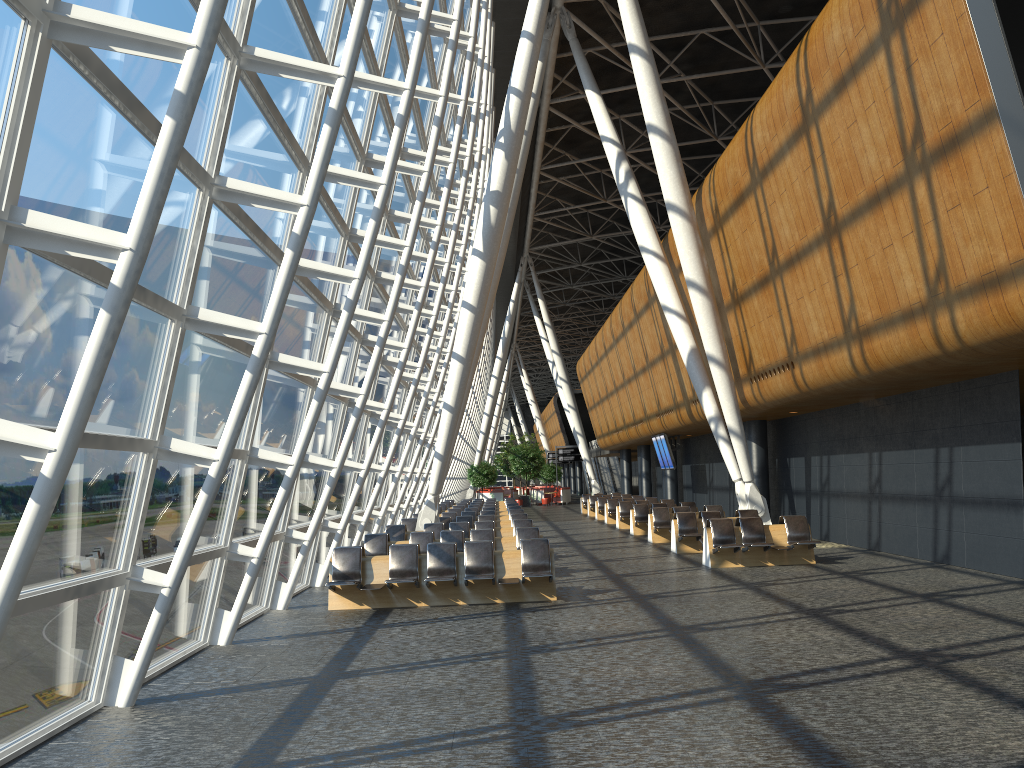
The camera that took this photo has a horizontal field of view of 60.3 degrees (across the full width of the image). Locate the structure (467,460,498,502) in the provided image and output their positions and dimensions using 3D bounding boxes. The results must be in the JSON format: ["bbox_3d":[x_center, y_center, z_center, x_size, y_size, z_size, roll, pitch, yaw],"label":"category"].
[{"bbox_3d":[-1.695,5.898,51.433,1.730,2.776,1.786,-1,-2,-43],"label":"structure"}]

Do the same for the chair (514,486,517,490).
[{"bbox_3d":[0.026,8.847,71.707,0.660,1.009,0.624,-2,-2,-16],"label":"chair"}]

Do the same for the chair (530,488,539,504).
[{"bbox_3d":[1.571,7.085,55.600,0.624,1.009,0.660,-3,-2,34],"label":"chair"}]

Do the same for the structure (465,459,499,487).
[{"bbox_3d":[-1.837,6.116,54.335,1.915,2.966,1.871,-1,-2,-27],"label":"structure"}]

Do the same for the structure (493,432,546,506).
[{"bbox_3d":[0.342,5.292,54.816,3.091,4.528,5.827,-2,-4,-9],"label":"structure"}]

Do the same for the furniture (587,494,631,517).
[{"bbox_3d":[4.151,5.113,37.206,1.896,0.868,1.667,-2,-5,-1],"label":"furniture"}]

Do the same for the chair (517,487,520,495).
[{"bbox_3d":[0.776,8.438,68.118,0.660,1.009,0.624,-2,-2,-16],"label":"chair"}]

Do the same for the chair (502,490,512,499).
[{"bbox_3d":[-0.414,7.013,54.156,0.624,1.009,0.661,-3,-2,24],"label":"chair"}]

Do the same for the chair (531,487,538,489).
[{"bbox_3d":[1.783,7.631,60.861,0.624,1.009,0.660,-4,-2,44],"label":"chair"}]

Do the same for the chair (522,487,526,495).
[{"bbox_3d":[1.145,8.013,64.236,0.662,1.009,0.622,-3,-2,34],"label":"chair"}]

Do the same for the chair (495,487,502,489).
[{"bbox_3d":[-1.176,8.571,68.630,0.622,1.009,0.663,-1,-2,-36],"label":"chair"}]

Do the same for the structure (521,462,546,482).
[{"bbox_3d":[1.529,6.985,66.280,2.281,3.473,2.221,-3,-2,11],"label":"structure"}]

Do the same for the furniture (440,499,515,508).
[{"bbox_3d":[-1.413,5.305,36.880,3.250,0.868,1.667,-2,-5,-1],"label":"furniture"}]

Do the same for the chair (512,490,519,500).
[{"bbox_3d":[-0.036,6.858,52.833,0.662,1.009,0.623,-3,-2,24],"label":"chair"}]

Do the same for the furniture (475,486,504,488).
[{"bbox_3d":[-2.330,11.079,91.241,3.250,0.868,1.667,-2,-5,-1],"label":"furniture"}]

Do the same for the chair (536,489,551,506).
[{"bbox_3d":[1.909,6.835,53.367,0.624,1.009,0.660,-4,-2,44],"label":"chair"}]

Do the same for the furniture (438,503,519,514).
[{"bbox_3d":[-1.311,4.668,30.881,3.250,0.868,1.667,-2,-5,-1],"label":"furniture"}]

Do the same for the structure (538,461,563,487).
[{"bbox_3d":[2.786,6.912,62.767,1.730,2.776,1.786,-1,-2,-43],"label":"structure"}]

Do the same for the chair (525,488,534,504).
[{"bbox_3d":[1.272,7.217,56.742,0.662,1.009,0.622,-3,-2,34],"label":"chair"}]

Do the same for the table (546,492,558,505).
[{"bbox_3d":[2.437,7.002,53.924,0.799,0.749,0.801,-3,-3,15],"label":"table"}]

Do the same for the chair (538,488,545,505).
[{"bbox_3d":[1.942,6.951,54.479,0.663,1.009,0.622,-4,-2,44],"label":"chair"}]

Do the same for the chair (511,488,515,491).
[{"bbox_3d":[-0.162,7.654,60.327,0.662,1.009,0.623,-3,-2,24],"label":"chair"}]

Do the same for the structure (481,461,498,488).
[{"bbox_3d":[-1.814,6.621,58.575,1.781,2.849,1.838,-1,-2,-43],"label":"structure"}]

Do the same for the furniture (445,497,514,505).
[{"bbox_3d":[-1.463,5.624,39.879,3.250,0.868,1.667,-2,-5,-1],"label":"furniture"}]

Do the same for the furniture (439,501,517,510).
[{"bbox_3d":[-1.362,4.987,33.880,3.250,0.868,1.667,-2,-5,-1],"label":"furniture"}]

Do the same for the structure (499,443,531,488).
[{"bbox_3d":[0.507,6.970,70.782,3.098,4.529,5.752,-3,-4,21],"label":"structure"}]

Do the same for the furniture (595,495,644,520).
[{"bbox_3d":[4.202,4.795,34.207,1.896,0.868,1.667,-2,-5,-1],"label":"furniture"}]

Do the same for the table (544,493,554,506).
[{"bbox_3d":[2.338,6.845,52.392,0.799,0.749,0.801,-3,-3,15],"label":"table"}]

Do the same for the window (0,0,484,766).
[{"bbox_3d":[-3.197,3.275,79.579,3.719,14.000,166.931,-2,-6,-1],"label":"window"}]

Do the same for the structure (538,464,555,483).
[{"bbox_3d":[2.929,7.896,73.176,1.881,2.993,1.942,-1,-2,-43],"label":"structure"}]

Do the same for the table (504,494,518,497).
[{"bbox_3d":[-0.060,6.877,51.771,0.798,0.749,0.802,-1,-4,-30],"label":"table"}]

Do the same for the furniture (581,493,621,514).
[{"bbox_3d":[4.100,5.432,40.206,1.896,0.868,1.667,-2,-5,-1],"label":"furniture"}]
